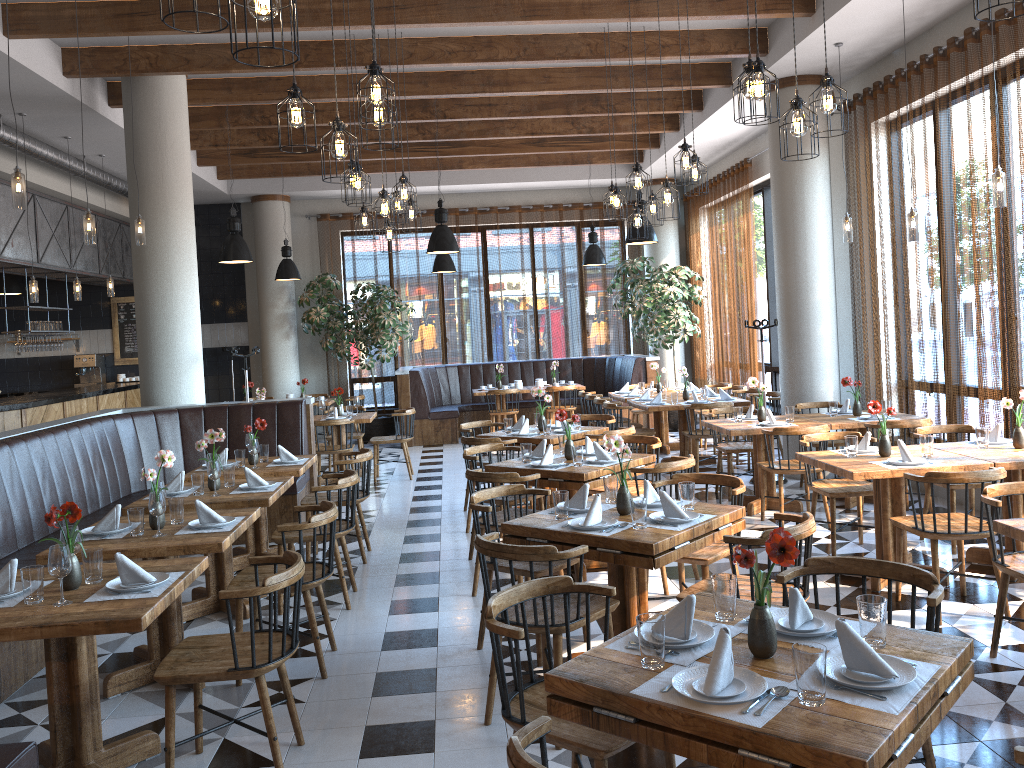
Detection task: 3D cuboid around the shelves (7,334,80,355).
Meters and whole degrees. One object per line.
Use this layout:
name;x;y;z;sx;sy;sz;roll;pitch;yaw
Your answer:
shelves;-7.736;-0.646;14.650;1.041;0.297;0.300;-3;2;-4

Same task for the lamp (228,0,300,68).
lamp;-0.725;-1.921;2.396;0.175;2.069;0.175;-2;1;39

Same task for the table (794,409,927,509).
table;3.062;0.664;7.818;0.850;0.763;0.851;-3;2;-4

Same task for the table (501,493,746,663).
table;0.564;1.013;4.296;0.864;0.763;0.866;-1;3;41

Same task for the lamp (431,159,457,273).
lamp;-1.071;-2.606;13.289;0.390;1.863;0.391;-3;1;-2

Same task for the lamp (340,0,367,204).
lamp;-1.219;-2.380;6.537;0.175;2.069;0.175;-4;1;-33

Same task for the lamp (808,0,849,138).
lamp;1.559;-2.301;4.483;0.175;2.069;0.175;-4;1;-43

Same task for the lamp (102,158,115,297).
lamp;-4.956;-2.048;10.820;0.078;1.962;0.078;-2;1;31

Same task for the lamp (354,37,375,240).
lamp;-1.403;-2.368;8.129;0.175;2.069;0.175;-3;1;-19

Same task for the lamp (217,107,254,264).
lamp;-3.129;-2.286;9.862;0.391;1.863;0.390;-4;1;-27

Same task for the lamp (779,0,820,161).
lamp;1.374;-2.154;4.376;0.175;2.069;0.175;-3;1;-10

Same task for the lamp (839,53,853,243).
lamp;2.954;-2.247;7.909;0.078;1.962;0.078;-4;1;-28

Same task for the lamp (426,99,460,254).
lamp;-0.830;-2.418;10.030;0.390;1.863;0.390;-3;1;-17

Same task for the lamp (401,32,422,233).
lamp;-0.971;-2.434;8.134;0.175;2.069;0.175;-3;1;3

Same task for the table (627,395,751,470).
table;2.030;0.569;10.260;1.215;0.763;1.216;-3;3;-1

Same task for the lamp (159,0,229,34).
lamp;-0.941;-2.045;2.467;0.175;2.069;0.175;-3;1;6

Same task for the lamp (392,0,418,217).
lamp;-0.858;-2.307;6.664;0.175;2.069;0.175;-3;1;23

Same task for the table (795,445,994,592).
table;2.372;0.840;5.560;0.850;0.763;0.851;-3;2;-4

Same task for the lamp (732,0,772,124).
lamp;1.177;-2.383;4.511;0.175;2.069;0.175;-3;1;-10

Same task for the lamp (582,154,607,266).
lamp;1.203;-2.737;13.455;0.390;1.863;0.391;-3;1;8

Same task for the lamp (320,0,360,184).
lamp;-0.893;-2.030;4.326;0.175;2.069;0.175;-3;1;-21

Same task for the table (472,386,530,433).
table;-0.169;0.466;13.840;0.850;0.763;0.851;-3;2;-4

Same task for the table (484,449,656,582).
table;0.427;0.907;6.150;0.864;0.763;0.866;-1;3;41

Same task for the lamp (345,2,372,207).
lamp;-1.150;-2.315;6.340;0.175;2.069;0.175;-4;2;-45

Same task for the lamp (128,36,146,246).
lamp;-3.264;-2.182;7.652;0.078;1.962;0.078;-4;1;-28

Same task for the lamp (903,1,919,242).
lamp;3.042;-2.077;6.805;0.078;1.962;0.078;-2;1;36

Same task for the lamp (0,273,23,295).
lamp;-7.382;-1.774;12.916;0.390;0.936;0.391;-2;2;38

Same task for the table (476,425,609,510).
table;0.294;0.803;7.945;0.864;0.763;0.866;-1;3;41

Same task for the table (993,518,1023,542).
table;2.531;0.963;3.411;0.850;0.763;0.851;-3;2;-4

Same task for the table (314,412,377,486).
table;-2.040;0.773;10.465;0.850;0.763;0.851;-3;2;-4

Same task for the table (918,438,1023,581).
table;3.225;0.791;5.623;0.850;0.763;0.851;-3;2;-4

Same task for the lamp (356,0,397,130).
lamp;-0.697;-2.265;4.220;0.175;2.069;0.175;-3;1;-21

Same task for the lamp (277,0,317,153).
lamp;-1.067;-2.143;4.178;0.175;2.069;0.175;-2;1;36

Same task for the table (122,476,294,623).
table;-1.871;1.060;5.640;0.850;0.763;0.851;-3;2;-4

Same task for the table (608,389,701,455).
table;1.937;0.497;11.517;1.215;0.763;1.216;-3;3;-1

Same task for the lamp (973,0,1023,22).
lamp;1.485;-2.190;2.738;0.175;2.069;0.175;-4;1;-25

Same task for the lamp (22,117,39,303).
lamp;-4.798;-1.788;8.789;0.078;1.962;0.078;-2;1;28

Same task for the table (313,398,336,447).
table;-3.118;0.650;13.388;0.850;0.763;0.851;-3;2;-4

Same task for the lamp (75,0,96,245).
lamp;-3.176;-2.012;6.547;0.078;1.962;0.078;-2;1;36

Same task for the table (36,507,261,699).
table;-1.790;1.122;4.553;0.850;0.763;0.851;-3;2;-4

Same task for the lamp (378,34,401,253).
lamp;-1.176;-2.251;8.156;0.175;2.069;0.175;-3;1;14

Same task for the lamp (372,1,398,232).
lamp;-0.982;-2.158;6.488;0.175;2.069;0.175;-4;1;-33

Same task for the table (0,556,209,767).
table;-1.709;1.186;3.453;0.850;0.763;0.851;-3;2;-4

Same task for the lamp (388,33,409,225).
lamp;-1.074;-2.474;7.950;0.175;2.069;0.175;-3;1;14

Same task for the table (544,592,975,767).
table;0.703;1.121;2.422;0.864;0.763;0.866;-1;3;41

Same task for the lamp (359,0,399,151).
lamp;-0.716;-2.220;4.429;0.175;2.069;0.175;-4;1;-32

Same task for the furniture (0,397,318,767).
furniture;-2.549;0.940;5.024;1.918;1.149;6.596;-3;3;-4

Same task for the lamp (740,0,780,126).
lamp;1.161;-2.312;4.305;0.175;2.069;0.175;-3;1;-21

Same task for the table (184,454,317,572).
table;-1.952;0.997;6.740;0.850;0.763;0.851;-3;2;-4

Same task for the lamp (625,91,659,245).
lamp;1.444;-2.549;10.197;0.391;1.863;0.390;-4;1;-27

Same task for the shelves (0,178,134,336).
shelves;-6.279;-1.543;11.961;0.682;1.793;5.872;-3;3;-4

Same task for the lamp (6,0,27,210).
lamp;-3.103;-2.064;5.476;0.078;1.962;0.078;-3;1;15

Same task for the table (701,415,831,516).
table;2.210;0.713;7.756;0.850;0.763;0.851;-3;2;-4

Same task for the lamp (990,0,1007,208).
lamp;3.115;-2.129;5.733;0.078;1.962;0.078;-3;1;3

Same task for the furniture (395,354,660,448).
furniture;0.213;0.216;14.428;4.038;1.149;1.920;-3;3;-4

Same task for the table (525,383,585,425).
table;0.682;0.417;13.902;0.850;0.763;0.851;-3;2;-4

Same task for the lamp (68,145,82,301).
lamp;-4.879;-1.906;9.836;0.078;1.962;0.078;-3;1;-18

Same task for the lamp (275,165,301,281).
lamp;-3.370;-2.473;13.121;0.390;1.863;0.391;-2;2;43
